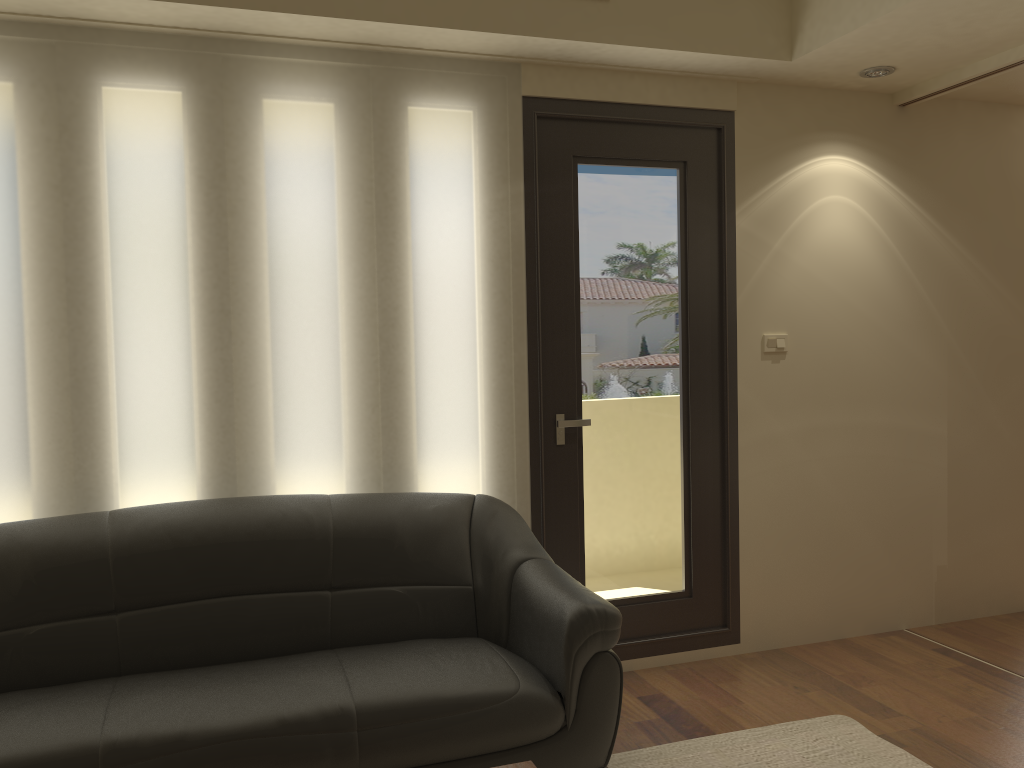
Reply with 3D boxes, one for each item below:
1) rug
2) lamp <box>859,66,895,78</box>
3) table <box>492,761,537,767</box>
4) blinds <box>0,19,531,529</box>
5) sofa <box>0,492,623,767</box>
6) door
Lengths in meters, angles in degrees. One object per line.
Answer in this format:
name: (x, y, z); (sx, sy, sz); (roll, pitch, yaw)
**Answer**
rug: (-0.038, 1.369, 1.676); (3.592, 0.011, 2.482); (-2, 3, -19)
lamp: (1.592, -1.380, 3.868); (0.143, 0.059, 0.143); (-2, 3, -13)
table: (-0.337, 1.149, 1.383); (1.213, 0.482, 1.045); (-2, 3, -19)
blinds: (-1.276, -0.042, 3.228); (2.830, 2.453, 0.002); (-2, 3, -19)
sofa: (-0.883, 0.872, 2.776); (2.337, 0.918, 0.944); (-2, 3, -19)
door: (0.531, 0.000, 3.899); (1.011, 2.420, 0.118); (-2, 3, -19)
